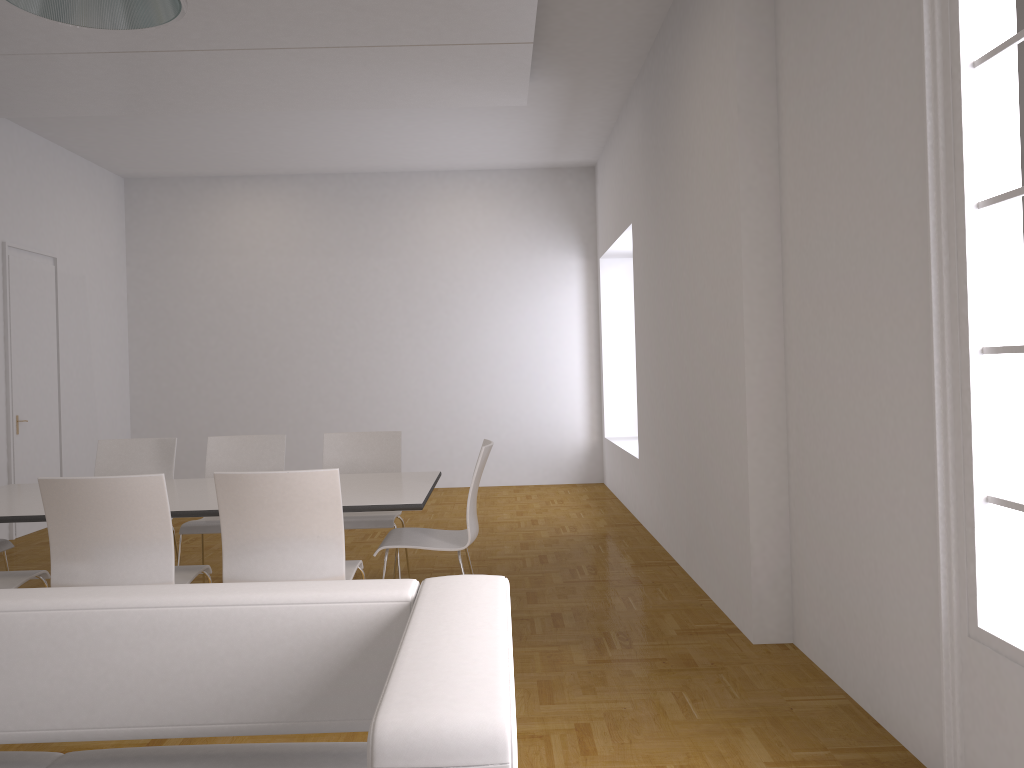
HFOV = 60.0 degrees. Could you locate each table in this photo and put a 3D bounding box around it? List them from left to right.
[{"bbox_3d":[-1.583,0.895,4.369,2.411,0.722,1.211,-2,1,-1],"label":"table"}]

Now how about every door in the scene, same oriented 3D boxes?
[{"bbox_3d":[-4.168,0.048,7.731,0.132,2.453,0.871,-2,0,-1],"label":"door"}]

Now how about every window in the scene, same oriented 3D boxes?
[{"bbox_3d":[1.349,-0.035,0.952,0.195,2.528,3.350,-2,1,-1],"label":"window"}]

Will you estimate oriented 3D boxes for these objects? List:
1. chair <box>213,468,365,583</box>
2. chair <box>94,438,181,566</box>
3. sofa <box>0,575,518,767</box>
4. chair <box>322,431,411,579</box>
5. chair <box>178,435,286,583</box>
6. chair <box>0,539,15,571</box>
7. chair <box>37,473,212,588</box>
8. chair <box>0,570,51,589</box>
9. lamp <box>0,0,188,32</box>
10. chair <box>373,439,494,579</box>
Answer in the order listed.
[{"bbox_3d":[-0.884,0.788,3.601,0.561,0.931,0.575,-2,0,-1],"label":"chair"},{"bbox_3d":[-2.255,0.802,5.138,0.561,0.931,0.575,-2,0,-1],"label":"chair"},{"bbox_3d":[-1.299,0.862,1.456,2.622,0.849,0.822,-2,0,-1],"label":"sofa"},{"bbox_3d":[-0.894,0.763,5.158,0.561,0.931,0.575,-2,0,-1],"label":"chair"},{"bbox_3d":[-1.595,0.783,5.148,0.561,0.931,0.575,-2,0,-1],"label":"chair"},{"bbox_3d":[-2.850,0.824,4.333,0.575,0.931,0.561,-2,0,-1],"label":"chair"},{"bbox_3d":[-1.544,0.807,3.591,0.561,0.931,0.575,-2,0,-1],"label":"chair"},{"bbox_3d":[-2.245,0.827,3.580,0.561,0.931,0.575,-2,0,-1],"label":"chair"},{"bbox_3d":[-1.083,-1.602,2.241,0.464,1.250,0.464,-2,0,-1],"label":"lamp"},{"bbox_3d":[-0.364,0.761,4.371,0.575,0.931,0.561,-2,0,-1],"label":"chair"}]
